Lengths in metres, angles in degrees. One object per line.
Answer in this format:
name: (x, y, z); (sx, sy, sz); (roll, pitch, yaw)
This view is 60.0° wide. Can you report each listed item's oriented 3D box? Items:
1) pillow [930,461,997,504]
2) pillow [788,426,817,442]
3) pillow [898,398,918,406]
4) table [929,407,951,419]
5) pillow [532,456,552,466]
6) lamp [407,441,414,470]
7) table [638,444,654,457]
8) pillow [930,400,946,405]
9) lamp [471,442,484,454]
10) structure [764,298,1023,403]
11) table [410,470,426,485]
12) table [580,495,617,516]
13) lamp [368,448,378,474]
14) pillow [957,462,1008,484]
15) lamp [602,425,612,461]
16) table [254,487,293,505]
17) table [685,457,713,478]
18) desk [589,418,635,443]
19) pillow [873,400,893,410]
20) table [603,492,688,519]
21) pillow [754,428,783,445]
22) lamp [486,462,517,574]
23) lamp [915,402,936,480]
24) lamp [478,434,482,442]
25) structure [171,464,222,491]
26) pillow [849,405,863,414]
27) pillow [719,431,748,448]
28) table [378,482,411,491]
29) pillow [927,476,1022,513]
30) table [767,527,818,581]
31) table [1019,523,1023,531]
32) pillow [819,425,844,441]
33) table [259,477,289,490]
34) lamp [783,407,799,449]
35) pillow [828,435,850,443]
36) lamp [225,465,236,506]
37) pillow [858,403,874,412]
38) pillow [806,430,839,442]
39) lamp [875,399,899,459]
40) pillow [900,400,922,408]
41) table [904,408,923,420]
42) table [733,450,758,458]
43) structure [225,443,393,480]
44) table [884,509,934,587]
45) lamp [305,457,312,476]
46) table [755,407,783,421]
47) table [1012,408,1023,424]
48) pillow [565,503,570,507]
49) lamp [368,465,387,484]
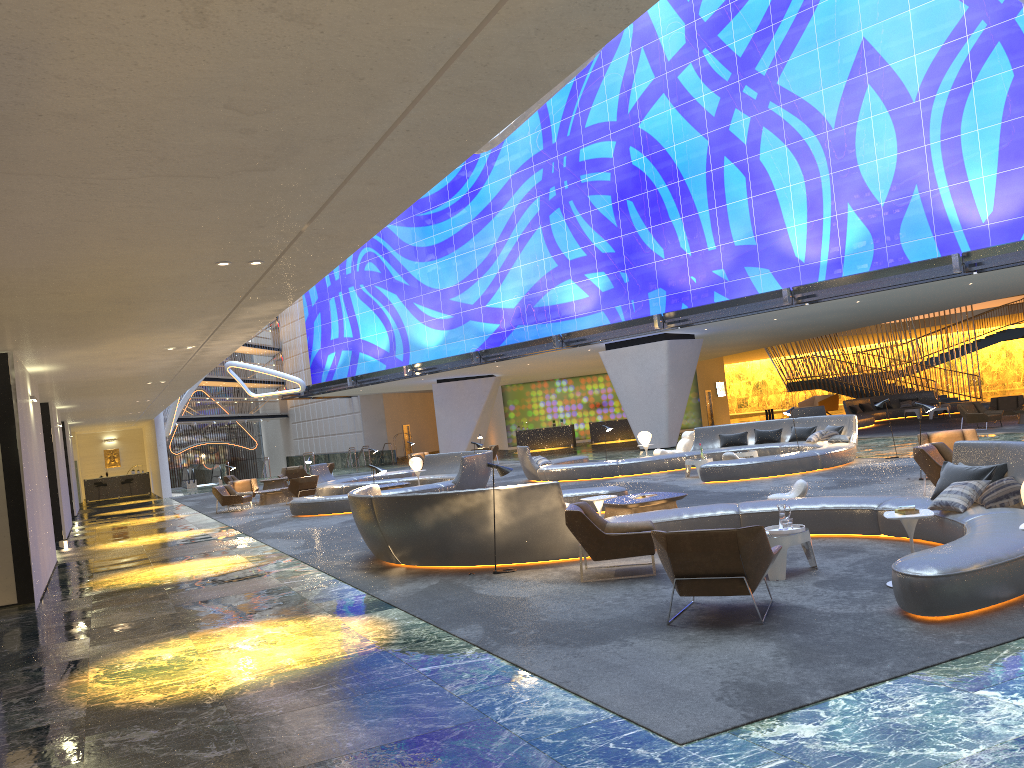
pillow: (4.601, 0.999, 9.047); (0.315, 0.386, 0.785); (-6, -2, -10)
pillow: (7.141, 1.224, 21.791); (0.314, 0.386, 0.786); (-6, -2, -34)
pillow: (16.347, 0.762, 36.495); (0.775, 0.366, 0.317); (-7, -1, 16)
table: (15.882, 1.080, 32.957); (0.670, 0.406, 0.675); (-5, -2, -38)
pillow: (0.731, 2.061, 23.820); (0.692, 0.262, 0.878); (-6, -2, -17)
lamp: (-4.114, 2.981, 36.302); (0.384, 1.300, 0.202); (-6, 0, -8)
table: (3.774, 2.006, 24.868); (0.428, 0.595, 0.417); (-7, -1, 39)
pillow: (17.222, 0.748, 35.855); (0.444, 0.207, 0.444); (-5, -2, -39)
lamp: (-0.848, 2.091, 22.449); (0.384, 1.300, 0.202); (-6, 0, -8)
structure: (21.307, -1.835, 41.322); (11.965, 6.245, 16.521); (-6, -2, -25)
table: (-2.581, 2.703, 24.583); (0.417, 0.595, 0.428); (-6, -1, -26)
table: (1.171, 1.796, 11.726); (0.417, 0.595, 0.428); (-6, -1, -29)
lamp: (-4.626, 2.789, 29.770); (0.384, 1.300, 0.202); (-6, 0, -8)
pillow: (4.776, 1.009, 9.166); (0.295, 0.368, 0.770); (-6, -2, -13)
lamp: (2.699, 1.786, 24.812); (0.385, 1.300, 0.201); (-7, 0, 40)
table: (-7.238, 3.431, 27.113); (1.201, 0.392, 1.205); (-5, -2, -26)
table: (4.144, 1.885, 19.787); (0.672, 0.406, 0.673); (-7, -2, 27)
desk: (5.621, 2.396, 46.573); (2.979, 1.097, 0.813); (-7, -1, 11)
pillow: (15.321, 0.876, 36.577); (0.784, 0.386, 0.315); (-6, -1, -9)
table: (1.913, 1.882, 13.159); (1.201, 0.392, 1.205); (-5, -2, -25)
pillow: (6.471, 1.317, 22.426); (0.760, 0.417, 0.281); (-7, -1, 33)
lamp: (-0.110, 1.548, 10.346); (0.383, 1.300, 0.202); (-6, 0, -26)
lamp: (6.843, 0.937, 14.613); (0.385, 1.300, 0.201); (-7, 0, 27)
lamp: (-1.182, 2.583, 34.413); (0.202, 1.300, 0.384); (-6, 0, -9)
structure: (-20.219, 9.169, 54.422); (3.012, 8.237, 19.867); (-6, -2, -25)
pillow: (13.843, 1.024, 35.655); (0.296, 0.369, 0.768); (-7, -2, 44)
pillow: (5.687, 1.440, 22.751); (0.770, 0.369, 0.295); (-7, -1, 19)
table: (-3.280, 2.838, 23.098); (1.201, 0.392, 1.205); (-5, -2, -25)
pillow: (4.547, 1.084, 8.695); (0.874, 0.280, 0.684); (-7, -2, 12)
table: (2.562, 1.637, 8.630); (0.670, 0.406, 0.675); (-5, -2, -29)
table: (3.871, 1.299, 6.336); (0.428, 0.595, 0.417); (-7, -1, 39)
pillow: (7.500, 1.150, 20.821); (0.317, 0.366, 0.776); (-6, -2, -9)
table: (-9.470, 3.996, 35.454); (1.202, 0.392, 1.204); (-6, -2, -7)
lamp: (6.690, 1.201, 21.119); (0.383, 1.300, 0.202); (-6, 0, -32)
pillow: (7.300, 1.240, 19.763); (0.445, 0.207, 0.443); (-7, -2, 26)
lamp: (-8.826, 3.185, 27.874); (0.384, 1.300, 0.202); (-6, 0, -8)
pillow: (14.465, 0.953, 36.235); (0.758, 0.417, 0.282); (-5, -1, -32)
pillow: (7.310, 1.216, 20.839); (0.879, 0.262, 0.691); (-8, -2, 30)
lamp: (8.087, 0.971, 19.157); (0.384, 1.300, 0.201); (-6, 0, 19)
pillow: (16.253, 0.810, 36.325); (0.876, 0.262, 0.694); (-5, -2, -35)
table: (15.604, 1.168, 34.447); (0.672, 0.406, 0.673); (-7, -2, 19)
table: (5.368, 1.782, 20.671); (0.673, 0.406, 0.671); (-6, -2, -6)
structure: (-14.611, 8.698, 57.552); (9.292, 8.397, 19.771); (-6, -2, -25)
table: (3.364, 1.391, 7.496); (0.428, 0.595, 0.417); (-7, -1, 19)
lamp: (-5.893, 2.786, 25.985); (0.202, 1.300, 0.384); (-6, 0, -9)
table: (13.931, 1.698, 47.890); (1.244, 0.727, 2.305); (-7, -2, 22)
table: (14.994, 0.889, 25.320); (1.205, 0.392, 1.202); (-7, -2, 29)
pillow: (0.633, 1.577, 10.804); (0.878, 0.262, 0.692); (-7, -2, 27)
lamp: (-2.073, 1.901, 13.891); (0.384, 1.300, 0.201); (-7, 0, 24)
